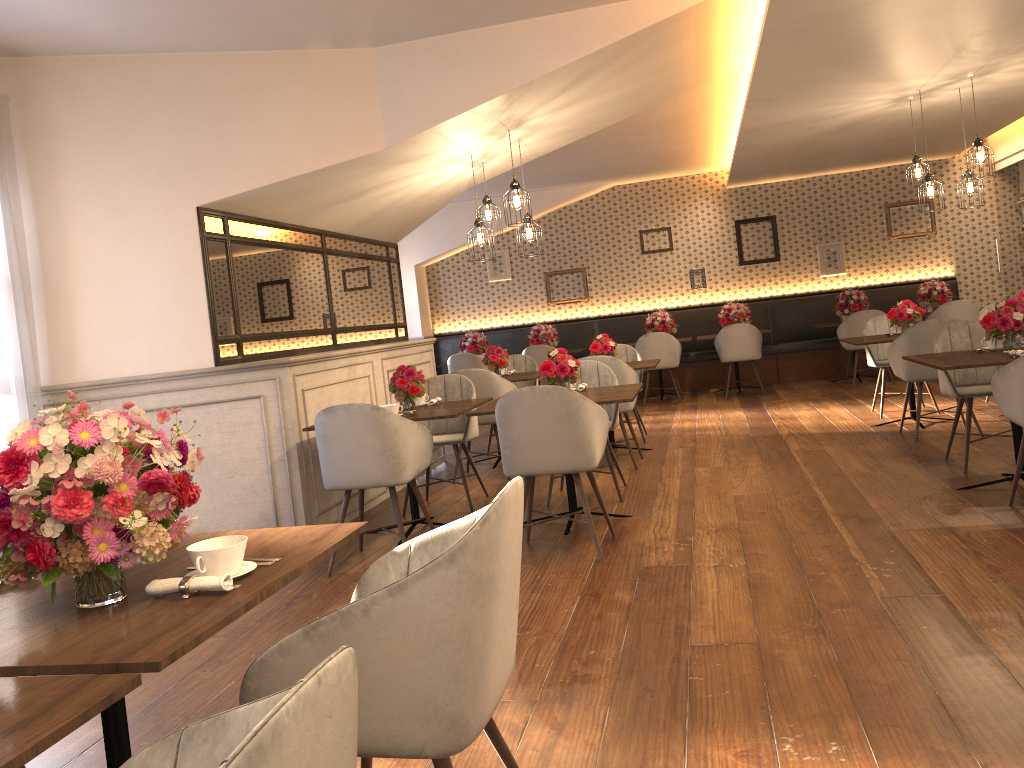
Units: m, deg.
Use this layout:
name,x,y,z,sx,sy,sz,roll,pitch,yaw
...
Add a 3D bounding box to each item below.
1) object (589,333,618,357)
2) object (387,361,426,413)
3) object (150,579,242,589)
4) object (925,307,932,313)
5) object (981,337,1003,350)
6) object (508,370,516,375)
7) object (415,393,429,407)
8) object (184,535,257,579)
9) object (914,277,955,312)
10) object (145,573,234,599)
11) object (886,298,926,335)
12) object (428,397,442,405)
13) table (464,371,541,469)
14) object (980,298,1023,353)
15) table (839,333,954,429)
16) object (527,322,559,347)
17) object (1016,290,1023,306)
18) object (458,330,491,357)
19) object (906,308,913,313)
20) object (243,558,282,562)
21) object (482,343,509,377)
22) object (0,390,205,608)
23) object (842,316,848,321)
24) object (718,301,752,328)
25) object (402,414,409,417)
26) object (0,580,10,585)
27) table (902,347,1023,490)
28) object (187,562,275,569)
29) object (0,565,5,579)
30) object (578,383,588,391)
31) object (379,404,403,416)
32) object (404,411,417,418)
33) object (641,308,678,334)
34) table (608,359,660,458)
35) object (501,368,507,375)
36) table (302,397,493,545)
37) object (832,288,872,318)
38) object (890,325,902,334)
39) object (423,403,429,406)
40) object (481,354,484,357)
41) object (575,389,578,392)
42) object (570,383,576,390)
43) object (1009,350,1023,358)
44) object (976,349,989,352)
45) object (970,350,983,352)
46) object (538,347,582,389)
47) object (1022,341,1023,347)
name,x,y,z,sx,sy,sz,roll,pitch,yaw
object,0.765,-0.286,7.348,0.233,0.301,0.306,-5,3,32
object,-0.633,0.016,5.266,0.234,0.301,0.305,-7,2,-12
object,-0.637,0.401,1.780,0.192,0.024,0.025,-6,2,12
object,5.204,-0.925,10.971,0.149,0.072,0.148,-9,4,-35
object,2.758,-0.235,5.047,0.148,0.072,0.148,-7,3,-10
object,-0.005,-0.104,7.873,0.056,0.039,0.176,-6,4,12
object,-0.601,0.103,5.628,0.148,0.072,0.148,-8,4,-20
object,-0.614,0.369,1.856,0.149,0.072,0.148,-9,4,-35
object,5.065,-1.063,10.619,0.421,0.425,0.404,-8,3,-34
object,-0.635,0.396,1.744,0.175,0.039,0.056,-6,3,12
object,3.209,-0.552,7.199,0.305,0.301,0.234,-7,2,-10
object,-0.488,0.109,5.604,0.056,0.039,0.176,-6,4,12
table,-0.126,0.312,7.594,0.895,0.720,0.899,-6,3,12
object,2.692,-0.324,4.776,0.305,0.301,0.234,-7,2,-10
table,3.224,-0.036,7.175,0.895,0.720,0.899,-6,3,12
object,0.411,-0.606,11.616,0.419,0.425,0.406,-6,2,1
object,4.125,-0.639,6.968,0.304,0.301,0.235,-5,2,34
object,-0.510,-0.517,11.821,0.421,0.425,0.404,-8,3,-35
object,3.187,-0.584,7.125,0.046,0.052,0.077,-7,3,-26
object,-0.606,0.389,1.971,0.197,0.015,0.043,-6,4,8
object,-0.149,-0.197,7.534,0.234,0.301,0.305,-7,2,-12
object,-0.844,0.223,1.770,0.419,0.425,0.406,-6,2,1
object,4.231,-0.831,11.182,0.149,0.072,0.148,-8,4,-30
object,2.793,-0.839,11.088,0.419,0.425,0.407,-6,2,15
object,-0.608,0.180,5.035,0.022,0.004,0.211,-6,4,12
object,-1.184,0.446,2.025,0.192,0.024,0.025,-6,2,12
table,2.708,0.191,4.752,0.895,0.720,0.899,-6,3,12
object,-0.619,0.399,1.938,0.210,0.004,0.022,-6,4,12
object,-1.187,0.436,2.061,0.175,0.039,0.056,-6,3,12
object,0.430,0.020,5.405,0.056,0.039,0.176,-6,4,12
object,-0.693,0.156,5.025,0.148,0.072,0.148,-8,4,-20
object,-0.583,0.173,5.022,0.043,0.015,0.198,-5,4,16
object,1.908,-0.759,11.382,0.421,0.425,0.404,-8,3,-34
table,0.806,0.221,7.392,0.895,0.720,0.899,-6,3,12
object,-0.118,-0.110,7.897,0.148,0.072,0.148,-8,4,-20
table,-0.610,0.525,5.323,0.895,0.720,0.899,-6,3,12
object,4.150,-0.973,10.806,0.421,0.425,0.404,-8,3,-35
object,3.275,-0.463,7.470,0.148,0.072,0.148,-7,3,-10
object,-0.523,0.120,5.602,0.025,0.024,0.193,-6,4,12
object,-0.410,-0.378,12.190,0.149,0.072,0.148,-8,4,-30
object,0.395,0.031,5.403,0.025,0.024,0.193,-6,4,12
object,0.317,0.014,5.429,0.148,0.072,0.148,-8,4,-20
object,2.557,-0.154,4.468,0.056,0.039,0.176,-6,4,12
object,2.681,-0.191,5.038,0.022,0.004,0.211,-6,4,12
object,2.647,-0.194,5.052,0.043,0.015,0.198,-6,4,9
object,0.282,-0.074,5.079,0.233,0.301,0.306,-5,3,32
object,2.871,-0.229,5.023,0.056,0.039,0.176,-6,4,12
